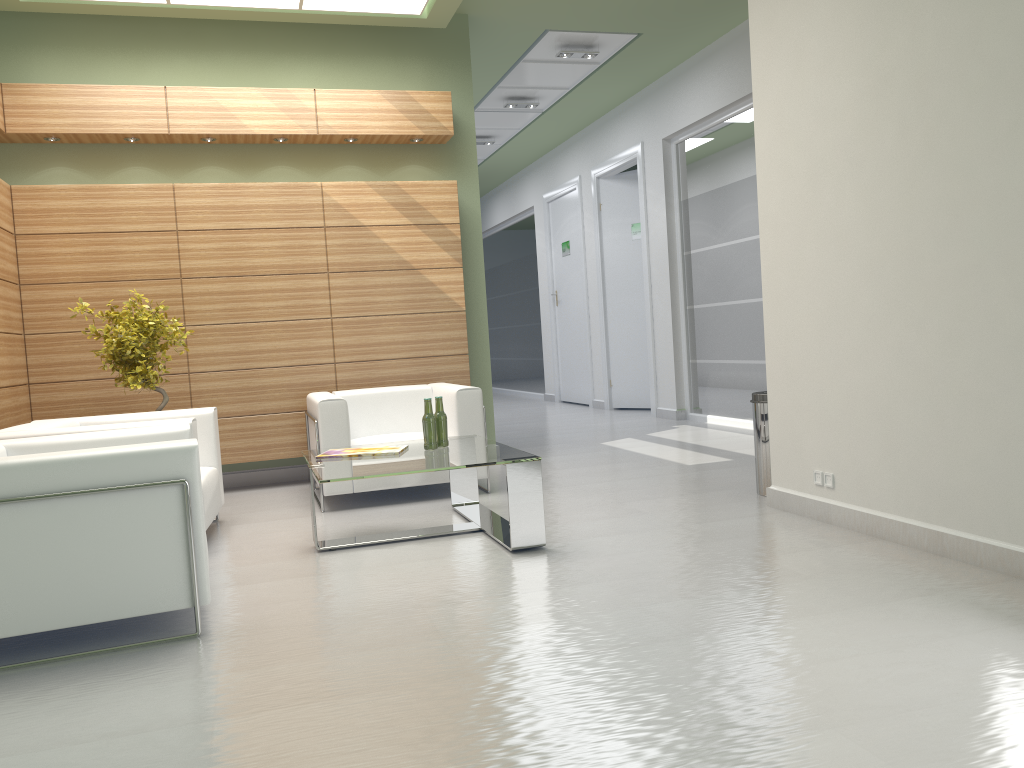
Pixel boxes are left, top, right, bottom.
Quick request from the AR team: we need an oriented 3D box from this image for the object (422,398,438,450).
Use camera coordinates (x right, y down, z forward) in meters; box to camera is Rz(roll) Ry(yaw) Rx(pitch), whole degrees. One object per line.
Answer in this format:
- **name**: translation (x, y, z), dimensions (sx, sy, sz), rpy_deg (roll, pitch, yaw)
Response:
- **object**: translation (-0.761, 0.368, 8.171), dimensions (0.131, 0.475, 0.131), rpy_deg (-1, 4, 38)

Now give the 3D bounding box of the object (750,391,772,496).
- **object**: translation (2.680, 0.593, 8.973), dimensions (0.482, 1.027, 0.483), rpy_deg (-1, 4, 44)

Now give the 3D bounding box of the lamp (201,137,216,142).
- **lamp**: translation (-3.860, -3.136, 11.283), dimensions (0.181, 0.074, 0.181), rpy_deg (-2, 4, 34)

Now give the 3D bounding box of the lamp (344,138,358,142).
- **lamp**: translation (-2.145, -3.272, 11.795), dimensions (0.181, 0.074, 0.181), rpy_deg (-2, 4, 34)

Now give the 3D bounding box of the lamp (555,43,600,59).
- **lamp**: translation (1.059, -5.395, 14.386), dimensions (0.657, 0.159, 0.286), rpy_deg (-5, 3, -17)

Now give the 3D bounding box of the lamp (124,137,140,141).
- **lamp**: translation (-4.729, -3.067, 11.023), dimensions (0.181, 0.074, 0.181), rpy_deg (-5, 3, -22)

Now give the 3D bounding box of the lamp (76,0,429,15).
- **lamp**: translation (-2.633, -4.654, 8.335), dimensions (4.571, 0.325, 5.060), rpy_deg (-5, 3, -17)

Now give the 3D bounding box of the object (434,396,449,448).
- **object**: translation (-0.673, 0.354, 8.323), dimensions (0.131, 0.475, 0.131), rpy_deg (-1, 4, 38)

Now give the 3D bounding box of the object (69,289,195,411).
- **object**: translation (-4.196, 0.215, 9.879), dimensions (1.116, 2.565, 1.201), rpy_deg (-1, 4, 41)

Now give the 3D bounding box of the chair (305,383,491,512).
- **chair**: translation (-1.411, 0.679, 10.532), dimensions (1.894, 1.234, 1.802), rpy_deg (-5, 3, -17)

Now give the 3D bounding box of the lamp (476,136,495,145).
- **lamp**: translation (-0.740, -5.587, 20.358), dimensions (0.657, 0.159, 0.286), rpy_deg (-5, 3, -17)

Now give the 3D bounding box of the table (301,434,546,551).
- **table**: translation (-0.904, 0.997, 8.012), dimensions (1.783, 0.742, 2.197), rpy_deg (-5, 3, -17)

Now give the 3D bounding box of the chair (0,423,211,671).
- **chair**: translation (-3.068, 1.013, 6.108), dimensions (1.802, 1.234, 1.894), rpy_deg (-5, 3, -22)

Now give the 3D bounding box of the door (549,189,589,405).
- **door**: translation (1.379, -2.069, 21.811), dimensions (0.250, 5.083, 2.089), rpy_deg (-5, 3, -17)

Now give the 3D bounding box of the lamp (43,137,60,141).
- **lamp**: translation (-5.587, -2.999, 10.767), dimensions (0.181, 0.074, 0.181), rpy_deg (-5, 3, -22)

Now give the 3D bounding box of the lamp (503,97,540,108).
- **lamp**: translation (0.179, -5.489, 17.307), dimensions (0.657, 0.159, 0.286), rpy_deg (-5, 3, -17)

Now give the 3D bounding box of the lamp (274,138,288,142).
- **lamp**: translation (-3.008, -3.203, 11.537), dimensions (0.181, 0.074, 0.181), rpy_deg (-5, 3, -22)

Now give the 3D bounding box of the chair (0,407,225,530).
- **chair**: translation (-3.723, 0.940, 8.338), dimensions (1.769, 1.234, 1.894), rpy_deg (-4, 3, -12)

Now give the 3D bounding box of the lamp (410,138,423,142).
- **lamp**: translation (-1.300, -3.339, 12.047), dimensions (0.181, 0.074, 0.181), rpy_deg (-5, 3, -22)

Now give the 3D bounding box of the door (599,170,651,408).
- **door**: translation (2.862, -2.015, 18.910), dimensions (2.089, 5.083, 0.134), rpy_deg (-1, 4, 43)

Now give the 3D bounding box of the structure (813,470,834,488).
- **structure**: translation (2.663, 0.810, 7.580), dimensions (0.017, 0.118, 0.262), rpy_deg (-5, 3, -17)

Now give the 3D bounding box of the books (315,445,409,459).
- **books**: translation (-1.380, 0.630, 8.224), dimensions (0.762, 0.025, 0.508), rpy_deg (-3, 3, 3)
